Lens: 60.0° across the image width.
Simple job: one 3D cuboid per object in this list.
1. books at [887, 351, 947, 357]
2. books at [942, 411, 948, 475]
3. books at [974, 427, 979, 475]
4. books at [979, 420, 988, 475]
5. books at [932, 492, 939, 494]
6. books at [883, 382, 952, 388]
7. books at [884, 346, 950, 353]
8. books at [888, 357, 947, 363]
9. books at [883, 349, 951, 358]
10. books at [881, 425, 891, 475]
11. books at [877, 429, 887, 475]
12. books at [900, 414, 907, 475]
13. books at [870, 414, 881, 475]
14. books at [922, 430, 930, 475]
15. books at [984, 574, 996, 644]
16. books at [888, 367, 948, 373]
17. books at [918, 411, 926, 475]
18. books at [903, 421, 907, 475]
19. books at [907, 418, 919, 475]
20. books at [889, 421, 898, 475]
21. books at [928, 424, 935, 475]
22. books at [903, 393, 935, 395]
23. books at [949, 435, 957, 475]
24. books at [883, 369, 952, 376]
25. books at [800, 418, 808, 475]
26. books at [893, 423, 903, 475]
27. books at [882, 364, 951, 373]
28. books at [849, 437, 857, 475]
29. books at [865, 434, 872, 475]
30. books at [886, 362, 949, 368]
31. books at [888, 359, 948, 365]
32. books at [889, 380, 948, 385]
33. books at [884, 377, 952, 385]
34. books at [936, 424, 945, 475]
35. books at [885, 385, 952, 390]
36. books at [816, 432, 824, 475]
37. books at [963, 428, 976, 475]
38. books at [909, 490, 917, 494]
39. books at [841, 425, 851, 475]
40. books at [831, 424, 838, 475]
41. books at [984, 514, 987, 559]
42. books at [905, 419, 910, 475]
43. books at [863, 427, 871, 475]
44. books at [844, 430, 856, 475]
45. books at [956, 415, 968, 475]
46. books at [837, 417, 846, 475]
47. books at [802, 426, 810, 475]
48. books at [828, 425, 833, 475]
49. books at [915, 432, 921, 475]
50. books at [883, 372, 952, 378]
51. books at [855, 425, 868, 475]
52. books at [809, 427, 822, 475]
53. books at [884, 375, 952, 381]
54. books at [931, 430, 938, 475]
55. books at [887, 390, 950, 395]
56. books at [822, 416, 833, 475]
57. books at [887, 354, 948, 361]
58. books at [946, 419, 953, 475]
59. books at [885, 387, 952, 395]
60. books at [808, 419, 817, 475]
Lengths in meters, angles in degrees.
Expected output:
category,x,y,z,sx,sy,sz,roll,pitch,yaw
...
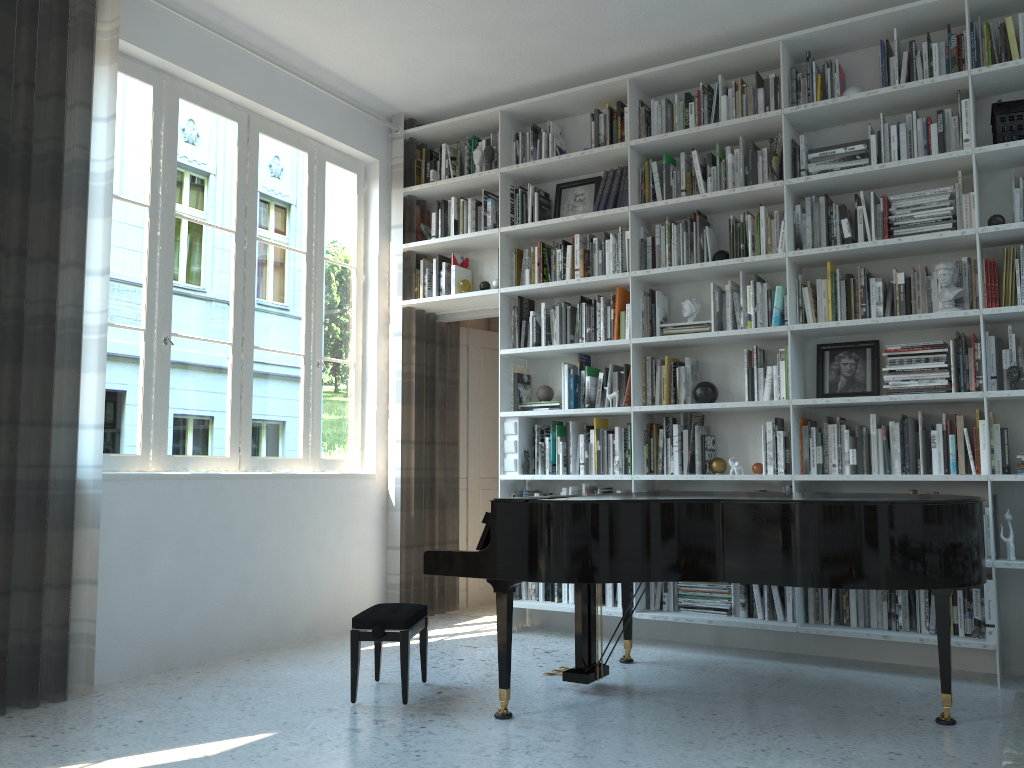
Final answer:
category,x,y,z,sx,sy,sz,roll,pitch,yaw
books,1.943,-0.132,4.250,0.254,0.012,0.161,-3,-7,27
books,2.038,0.278,4.160,0.014,0.293,0.137,-3,-6,31
books,2.140,0.309,4.078,0.011,0.216,0.166,-3,-6,31
books,2.166,0.292,4.058,0.033,0.246,0.176,-3,-6,31
books,1.961,0.646,4.094,0.015,0.293,0.169,-3,-6,31
books,1.942,0.011,4.235,0.285,0.012,0.159,-4,-7,36
books,1.942,-0.156,4.250,0.285,0.012,0.159,-3,-6,26
books,1.943,-0.108,4.248,0.254,0.012,0.161,-3,-7,27
books,1.946,-0.144,4.255,0.285,0.012,0.159,-4,-7,33
books,1.820,0.320,4.287,0.031,0.237,0.159,-3,-6,31
books,1.800,0.330,4.307,0.025,0.220,0.140,-3,-6,31
books,1.889,0.293,4.262,0.014,0.286,0.134,-3,-6,31
books,1.774,0.295,4.315,0.026,0.291,0.152,-3,-6,31
books,1.964,0.325,4.188,0.024,0.207,0.183,-3,-6,31
books,2.137,0.996,3.951,0.038,0.268,0.277,-3,-6,31
books,1.942,-0.060,4.242,0.254,0.012,0.161,-3,-6,26
books,1.950,0.281,4.203,0.012,0.296,0.178,-3,-6,31
books,1.896,0.309,4.249,0.011,0.251,0.158,-3,-6,31
books,1.912,0.299,4.219,0.028,0.264,0.161,-3,-6,31
books,1.851,0.311,4.287,0.025,0.254,0.136,-3,-6,31
books,1.986,0.311,4.189,0.014,0.235,0.154,-3,-6,31
books,1.943,0.060,4.233,0.254,0.012,0.161,-3,-7,27
books,2.057,0.330,4.124,0.023,0.183,0.169,-3,-6,31
books,1.942,-0.048,4.240,0.285,0.012,0.159,-4,-7,36
books,1.488,0.317,4.497,0.012,0.285,0.159,-3,-6,31
books,1.859,0.312,4.250,0.026,0.245,0.191,-3,-6,31
books,1.942,-0.072,4.242,0.285,0.012,0.159,-4,-7,36
books,1.685,0.353,4.343,0.029,0.183,0.174,-3,-6,31
books,1.746,0.343,4.313,0.023,0.196,0.165,-3,-6,31
books,1.945,-0.083,4.247,0.254,0.012,0.161,-4,-7,34
books,1.944,-0.095,4.249,0.254,0.012,0.161,-3,-7,28
books,1.942,-0.001,4.237,0.254,0.012,0.161,-3,-6,26
books,1.948,-0.011,4.247,0.285,0.012,0.159,-4,-7,31
books,2.016,0.308,4.157,0.023,0.234,0.175,-3,-6,31
books,1.947,0.024,4.242,0.285,0.012,0.159,-3,-7,30
books,1.556,0.350,4.442,0.024,0.208,0.170,-3,-6,31
books,2.117,0.312,4.090,0.042,0.212,0.169,-3,-6,31
books,1.879,0.646,4.139,0.013,0.302,0.181,-3,-6,31
books,1.658,0.327,4.393,0.021,0.244,0.141,-3,-6,31
books,1.619,0.327,4.399,0.027,0.245,0.179,-3,-6,31
books,2.129,0.686,4.004,0.027,0.196,0.147,-3,-6,31
books,1.900,0.302,4.235,0.010,0.261,0.181,-3,-6,31
books,1.737,0.328,4.334,0.013,0.230,0.139,-3,-6,31
books,1.665,0.338,4.362,0.023,0.217,0.174,-3,-6,31
books,2.093,0.285,4.120,0.026,0.272,0.175,-3,-6,31
books,1.634,0.308,4.388,0.013,0.282,0.166,-3,-6,31
books,1.504,0.337,4.482,0.029,0.243,0.154,-3,-6,31
books,1.606,0.329,4.427,0.024,0.247,0.132,-3,-6,31
books,1.941,0.330,4.216,0.021,0.202,0.128,-3,-6,31
books,1.946,-0.035,4.245,0.285,0.012,0.159,-4,-7,33
books,1.714,0.325,4.337,0.029,0.237,0.166,-3,-6,31
books,1.528,0.338,4.446,0.027,0.234,0.167,-3,-6,31
books,1.947,-0.023,4.246,0.285,0.012,0.159,-4,-7,32
books,1.996,0.324,4.167,0.023,0.204,0.167,-3,-6,31
books,1.945,0.048,4.238,0.254,0.012,0.161,-4,-7,33
books,1.587,0.310,4.447,0.027,0.290,0.141,-3,-6,31
books,1.944,-0.120,4.251,0.254,0.012,0.161,-3,-7,28
books,2.054,0.297,4.157,0.014,0.256,0.145,-3,-6,31
books,1.942,0.035,4.233,0.285,0.012,0.159,-3,-6,26
books,1.517,0.319,4.467,0.011,0.275,0.146,-3,-6,31
